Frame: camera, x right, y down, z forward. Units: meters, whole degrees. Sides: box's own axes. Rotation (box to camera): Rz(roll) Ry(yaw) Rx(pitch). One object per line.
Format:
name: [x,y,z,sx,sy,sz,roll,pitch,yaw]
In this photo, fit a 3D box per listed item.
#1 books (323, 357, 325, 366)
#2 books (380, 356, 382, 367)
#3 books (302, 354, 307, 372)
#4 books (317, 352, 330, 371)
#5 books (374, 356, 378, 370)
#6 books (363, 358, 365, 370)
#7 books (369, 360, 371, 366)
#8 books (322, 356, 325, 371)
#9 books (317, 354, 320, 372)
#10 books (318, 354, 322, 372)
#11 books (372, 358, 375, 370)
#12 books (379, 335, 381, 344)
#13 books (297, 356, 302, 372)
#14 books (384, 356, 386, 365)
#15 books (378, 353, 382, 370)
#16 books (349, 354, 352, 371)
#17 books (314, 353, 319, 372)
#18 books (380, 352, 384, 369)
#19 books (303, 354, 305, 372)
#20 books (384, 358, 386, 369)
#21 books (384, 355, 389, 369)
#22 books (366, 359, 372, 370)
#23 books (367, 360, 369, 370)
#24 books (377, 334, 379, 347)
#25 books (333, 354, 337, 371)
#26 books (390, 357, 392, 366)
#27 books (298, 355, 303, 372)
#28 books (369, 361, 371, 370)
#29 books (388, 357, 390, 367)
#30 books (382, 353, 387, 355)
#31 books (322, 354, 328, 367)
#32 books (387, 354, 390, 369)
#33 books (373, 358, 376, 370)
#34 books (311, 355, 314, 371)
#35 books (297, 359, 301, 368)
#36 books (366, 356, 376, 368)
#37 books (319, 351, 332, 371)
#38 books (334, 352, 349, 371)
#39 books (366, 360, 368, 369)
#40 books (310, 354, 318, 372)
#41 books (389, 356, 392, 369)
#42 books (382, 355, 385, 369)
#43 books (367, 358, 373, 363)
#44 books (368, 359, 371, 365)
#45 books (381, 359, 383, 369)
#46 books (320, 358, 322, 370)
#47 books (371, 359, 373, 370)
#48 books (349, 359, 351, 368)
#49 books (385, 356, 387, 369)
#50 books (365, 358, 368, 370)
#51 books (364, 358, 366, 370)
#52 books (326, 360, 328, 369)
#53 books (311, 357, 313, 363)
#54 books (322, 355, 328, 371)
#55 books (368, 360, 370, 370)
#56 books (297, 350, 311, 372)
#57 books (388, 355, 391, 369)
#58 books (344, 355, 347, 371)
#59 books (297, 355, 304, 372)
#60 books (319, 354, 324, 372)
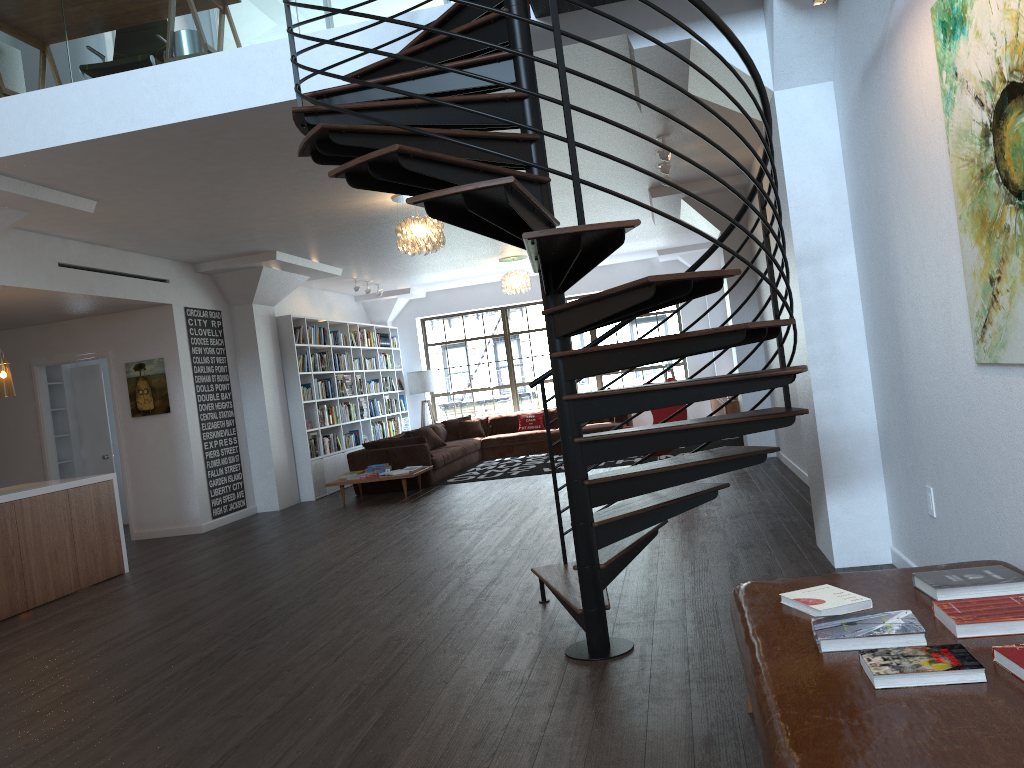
books: [-2.702,-0.272,12.401,0.161,0.223,0.033,-7,0,10]
books: [-2.260,-0.353,14.798,0.160,0.250,0.026,-7,0,10]
books: [-2.808,-0.265,11.753,0.174,0.242,0.105,-7,0,10]
books: [-2.692,-0.305,12.559,0.198,0.284,0.049,-7,0,10]
books: [-2.307,-0.334,14.598,0.158,0.226,0.052,-7,0,10]
books: [-2.396,-0.307,14.030,0.127,0.200,0.020,-7,0,10]
books: [-2.341,-0.301,14.323,0.109,0.171,0.018,-7,0,10]
books: [-2.699,-0.272,12.368,0.161,0.223,0.032,-7,0,10]
books: [-2.741,-0.280,12.224,0.160,0.251,0.039,-7,0,10]
books: [-2.731,-0.279,12.262,0.171,0.246,0.039,-7,0,10]
books: [-2.323,-0.316,14.469,0.136,0.196,0.045,-7,0,10]
books: [-2.292,-0.712,14.906,0.161,0.223,0.033,-7,0,10]
books: [-2.835,-0.248,11.611,0.161,0.218,0.101,-7,0,10]
books: [-2.220,-0.345,15.024,0.161,0.223,0.027,-7,0,10]
books: [-2.284,-0.367,14.756,0.198,0.284,0.066,-7,0,10]
books: [-2.512,-0.315,13.396,0.159,0.250,0.026,-7,0,10]
books: [-2.751,-0.283,12.185,0.180,0.259,0.042,-7,0,10]
books: [-2.257,-0.374,14.863,0.176,0.290,0.053,-7,0,10]
books: [-2.822,-0.262,11.715,0.172,0.239,0.093,-7,0,10]
books: [-2.231,-0.355,14.983,0.171,0.246,0.057,-7,0,10]
books: [-2.206,-0.363,15.096,0.183,0.253,0.034,-7,0,10]
books: [-2.343,-0.307,14.370,0.134,0.184,0.030,-7,0,10]
books: [-2.363,-0.296,14.197,0.122,0.169,0.023,-7,0,10]
books: [-2.308,-0.709,14.808,0.161,0.223,0.032,-7,0,10]
books: [-2.622,-0.300,12.772,0.182,0.253,0.034,-7,0,10]
books: [-2.162,-0.354,15.348,0.161,0.223,0.026,-7,0,10]
books: [-2.827,-0.256,11.639,0.152,0.232,0.104,-7,0,10]
books: [-2.337,-0.292,14.305,0.110,0.153,0.019,-7,0,10]
books: [-2.188,-0.364,15.220,0.160,0.250,0.026,-7,0,10]
books: [-2.211,-0.381,15.132,0.176,0.290,0.036,-7,0,10]
books: [-2.689,-0.288,12.518,0.160,0.251,0.031,-7,0,10]
books: [-2.199,-0.367,15.179,0.180,0.259,0.060,-7,0,10]
books: [-2.313,-0.315,14.509,0.139,0.191,0.036,-7,0,10]
books: [-2.776,-0.267,12.011,0.174,0.236,0.142,-7,0,11]
books: [-2.841,-0.229,11.533,0.161,0.182,0.170,-7,0,10]
books: [-2.313,-0.336,14.549,0.140,0.231,0.042,-7,0,10]
books: [-2.667,-0.311,12.607,0.176,0.291,0.053,-7,0,10]
books: [-2.548,-0.330,13.265,0.176,0.290,0.053,-7,0,10]
books: [-2.373,-0.299,14.143,0.128,0.178,0.021,-7,0,10]
books: [-2.760,-0.278,12.099,0.183,0.253,0.042,-7,0,10]
books: [-2.179,-0.360,15.315,0.174,0.240,0.045,-7,0,10]
books: [-2.246,-0.357,14.905,0.183,0.253,0.034,-7,0,10]
books: [-2.331,-0.317,14.437,0.127,0.200,0.020,-7,0,10]
books: [-2.346,-0.304,14.344,0.128,0.178,0.022,-7,0,10]
books: [-2.251,-0.341,14.823,0.161,0.223,0.026,-7,0,10]
books: [-2.725,-0.269,12.298,0.161,0.223,0.033,-7,0,10]
books: [-2.332,-0.306,14.394,0.128,0.178,0.021,-7,0,10]
books: [-2.519,-0.300,13.371,0.161,0.223,0.026,-7,0,10]
books: [-2.223,-0.354,15.059,0.174,0.240,0.045,-7,0,10]
books: [-2.382,-0.305,14.114,0.139,0.191,0.036,-7,0,10]
books: [-2.390,-0.309,14.055,0.146,0.202,0.027,-7,0,10]
books: [-2.683,-0.275,12.486,0.161,0.223,0.032,-7,0,10]
books: [-2.776,-0.252,11.953,0.161,0.207,0.135,-7,0,11]
books: [-2.691,-0.282,12.444,0.174,0.240,0.054,-7,0,10]
books: [-2.345,-0.295,14.241,0.106,0.162,0.032,-7,0,10]
books: [-2.789,-0.292,11.827,0.176,0.290,0.053,-7,0,10]
books: [-2.187,-0.366,15.276,0.183,0.253,0.034,-7,0,10]
books: [-2.553,-0.304,13.189,0.174,0.239,0.045,-7,0,10]
books: [-2.819,-0.259,11.670,0.172,0.235,0.112,-7,0,10]
books: [-2.722,-0.284,12.335,0.183,0.253,0.042,-7,0,10]
